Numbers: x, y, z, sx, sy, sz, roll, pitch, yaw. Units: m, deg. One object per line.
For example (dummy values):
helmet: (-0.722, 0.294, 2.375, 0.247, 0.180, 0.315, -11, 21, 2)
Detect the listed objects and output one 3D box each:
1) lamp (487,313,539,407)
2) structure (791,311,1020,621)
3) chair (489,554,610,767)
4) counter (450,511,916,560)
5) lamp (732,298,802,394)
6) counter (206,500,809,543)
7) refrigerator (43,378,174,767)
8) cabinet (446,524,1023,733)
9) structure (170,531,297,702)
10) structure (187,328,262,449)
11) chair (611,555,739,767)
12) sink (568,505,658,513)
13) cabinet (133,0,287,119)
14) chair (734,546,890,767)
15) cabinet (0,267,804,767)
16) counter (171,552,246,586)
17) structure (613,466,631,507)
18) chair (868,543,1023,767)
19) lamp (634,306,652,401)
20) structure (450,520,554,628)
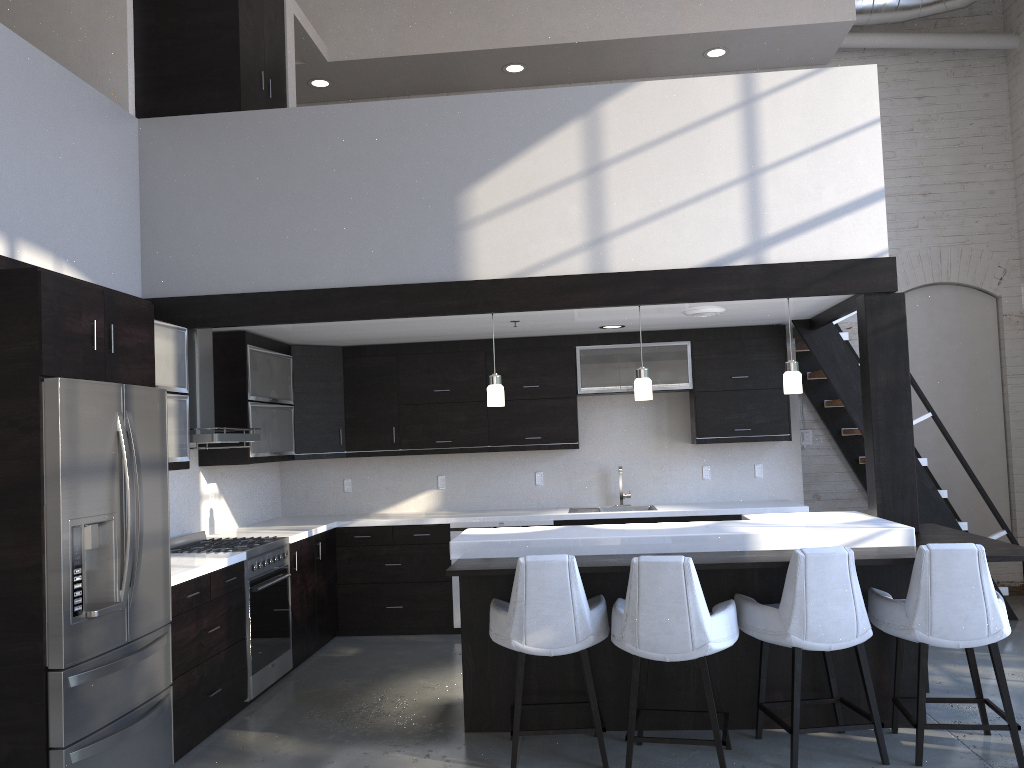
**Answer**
lamp: (0.026, -0.127, 6.134, 0.124, 0.623, 1.953, -3, -3, 7)
structure: (2.965, 0.235, 7.068, 1.662, 3.184, 0.930, -3, -3, 5)
chair: (0.180, 1.269, 4.146, 0.579, 0.983, 0.502, -2, -3, 1)
counter: (0.867, 0.826, 4.901, 2.293, 0.095, 0.977, -3, -4, 5)
lamp: (1.690, -0.203, 5.987, 0.124, 0.623, 1.949, -3, -3, 5)
counter: (0.063, 1.008, 6.538, 4.238, 0.045, 1.710, -3, -4, 5)
refrigerator: (-1.968, 0.899, 3.749, 0.821, 1.771, 0.853, -3, -3, 5)
cabinet: (1.109, 1.300, 4.661, 2.691, 0.910, 1.371, -3, -3, 5)
structure: (-1.742, 1.386, 5.488, 0.621, 0.902, 0.845, -3, -3, 5)
structure: (-1.930, -0.059, 5.521, 0.489, 0.929, 0.727, -3, -3, 5)
chair: (0.717, 1.237, 3.964, 0.579, 0.983, 0.501, -3, -3, 16)
sink: (0.788, 1.063, 6.943, 0.677, 0.168, 0.475, -3, -3, 5)
cabinet: (-1.929, -1.622, 5.816, 0.684, 2.231, 0.838, -3, -3, 5)
chair: (1.364, 1.216, 4.041, 0.579, 0.983, 0.502, -2, -3, -4)
cabinet: (-0.063, 0.682, 5.294, 4.231, 2.313, 4.278, -3, -3, 5)
counter: (-1.893, 0.968, 4.633, 0.676, 0.047, 0.920, -3, -4, 5)
structure: (0.882, 0.828, 7.152, 0.149, 0.328, 0.225, -3, -3, 5)
chair: (1.953, 1.189, 3.994, 0.579, 0.983, 0.501, -3, -3, 11)
lamp: (0.750, -0.218, 5.143, 0.100, 0.623, 0.100, -3, -3, 11)
structure: (-0.033, 1.455, 7.044, 0.784, 0.789, 0.783, -3, -3, 5)
